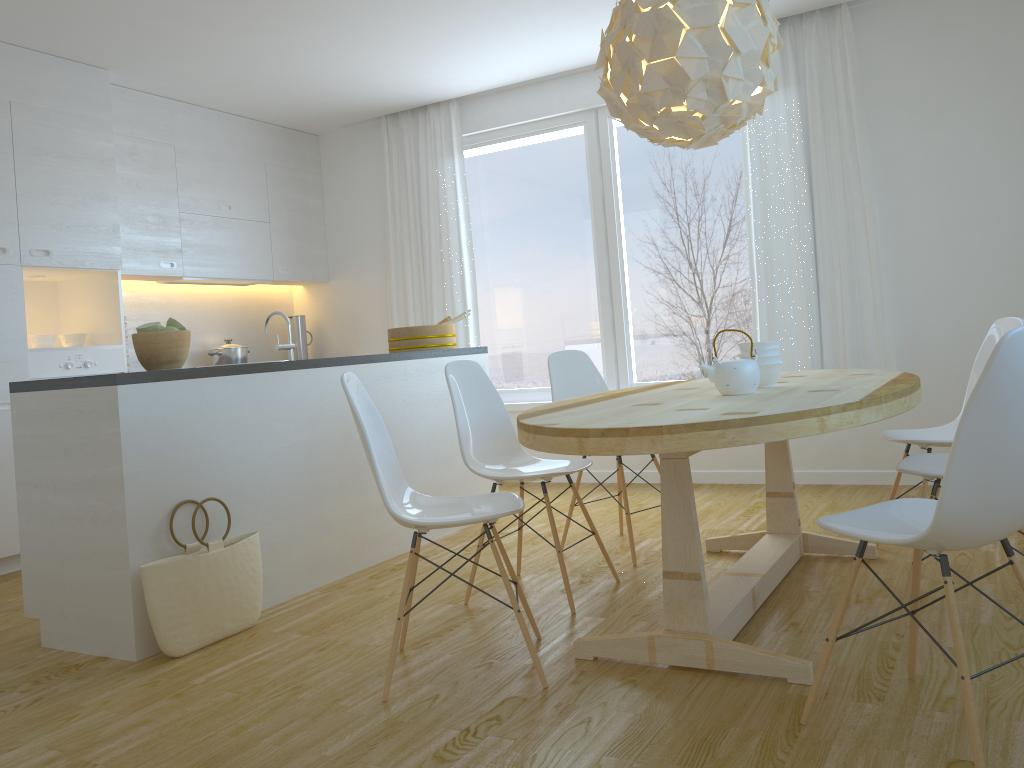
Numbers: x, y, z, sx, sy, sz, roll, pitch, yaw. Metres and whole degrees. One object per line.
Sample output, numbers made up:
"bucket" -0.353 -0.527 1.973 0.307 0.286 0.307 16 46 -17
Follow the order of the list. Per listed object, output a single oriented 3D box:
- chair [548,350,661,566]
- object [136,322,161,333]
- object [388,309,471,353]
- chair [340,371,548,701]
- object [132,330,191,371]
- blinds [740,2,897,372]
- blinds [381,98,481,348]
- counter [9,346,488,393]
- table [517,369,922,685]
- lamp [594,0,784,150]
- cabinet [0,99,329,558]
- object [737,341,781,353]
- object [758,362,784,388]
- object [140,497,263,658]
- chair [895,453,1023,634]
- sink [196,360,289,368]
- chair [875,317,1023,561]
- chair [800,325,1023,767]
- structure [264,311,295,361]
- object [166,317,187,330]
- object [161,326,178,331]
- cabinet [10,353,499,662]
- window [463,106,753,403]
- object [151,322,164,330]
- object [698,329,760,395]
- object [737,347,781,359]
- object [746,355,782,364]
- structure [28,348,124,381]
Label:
"chair" 0.457 0.284 3.970 0.431 0.902 0.521 -4 -1 -41
"object" -1.331 -0.195 3.242 0.085 0.065 0.084 -4 1 41
"object" -0.483 -0.291 4.958 0.430 0.214 0.378 -6 2 -32
"chair" -0.199 0.392 2.627 0.523 0.902 0.429 -4 -1 -1
"object" -1.301 -0.122 3.296 0.205 0.142 0.205 -5 1 -9
"blinds" 1.684 -1.098 5.059 0.793 2.162 0.150 -5 -1 30
"blinds" -0.633 -0.971 6.357 0.793 2.162 0.150 -5 -1 29
"counter" -0.984 -0.090 4.122 0.599 0.040 2.406 -3 3 29
"table" 0.782 0.384 3.055 1.191 0.725 2.195 -4 2 28
"lamp" 0.598 -1.386 3.130 0.645 1.136 0.640 -5 0 29
"cabinet" -2.215 -0.374 5.523 0.480 2.302 3.208 -5 1 29
"object" 0.869 -0.106 3.105 0.152 0.087 0.151 -5 2 -32
"object" 0.876 -0.031 3.098 0.152 0.082 0.152 -5 2 -21
"object" -0.595 0.612 3.025 1.189 0.502 0.471 -4 1 7
"chair" 1.424 0.262 2.680 0.522 0.902 0.430 -5 -1 29
"sink" -1.162 -0.012 3.863 0.405 0.157 0.403 -5 2 -19
"chair" 1.686 0.212 3.397 0.523 0.902 0.430 -5 -1 4
"chair" 0.952 0.329 1.971 0.431 0.902 0.522 -4 0 -31
"structure" -1.009 -0.200 3.742 0.162 0.215 0.097 -4 0 30
"object" -1.273 -0.219 3.356 0.074 0.072 0.077 -5 1 -36
"object" -1.269 -0.172 3.290 0.081 0.085 0.097 -5 1 -6
"cabinet" -0.946 0.383 4.112 0.599 0.910 2.406 -5 2 29
"window" 0.649 -0.868 5.866 2.721 1.920 0.088 -4 -1 29
"object" -1.341 -0.183 3.330 0.102 0.099 0.086 -5 1 -40
"object" 0.706 -0.072 2.860 0.177 0.212 0.147 -4 0 29
"object" 0.868 -0.078 3.104 0.152 0.096 0.150 -6 2 -44
"object" 0.872 -0.054 3.102 0.152 0.093 0.151 -5 2 -21
"structure" -2.326 0.114 4.792 0.049 0.596 0.562 -5 0 29
